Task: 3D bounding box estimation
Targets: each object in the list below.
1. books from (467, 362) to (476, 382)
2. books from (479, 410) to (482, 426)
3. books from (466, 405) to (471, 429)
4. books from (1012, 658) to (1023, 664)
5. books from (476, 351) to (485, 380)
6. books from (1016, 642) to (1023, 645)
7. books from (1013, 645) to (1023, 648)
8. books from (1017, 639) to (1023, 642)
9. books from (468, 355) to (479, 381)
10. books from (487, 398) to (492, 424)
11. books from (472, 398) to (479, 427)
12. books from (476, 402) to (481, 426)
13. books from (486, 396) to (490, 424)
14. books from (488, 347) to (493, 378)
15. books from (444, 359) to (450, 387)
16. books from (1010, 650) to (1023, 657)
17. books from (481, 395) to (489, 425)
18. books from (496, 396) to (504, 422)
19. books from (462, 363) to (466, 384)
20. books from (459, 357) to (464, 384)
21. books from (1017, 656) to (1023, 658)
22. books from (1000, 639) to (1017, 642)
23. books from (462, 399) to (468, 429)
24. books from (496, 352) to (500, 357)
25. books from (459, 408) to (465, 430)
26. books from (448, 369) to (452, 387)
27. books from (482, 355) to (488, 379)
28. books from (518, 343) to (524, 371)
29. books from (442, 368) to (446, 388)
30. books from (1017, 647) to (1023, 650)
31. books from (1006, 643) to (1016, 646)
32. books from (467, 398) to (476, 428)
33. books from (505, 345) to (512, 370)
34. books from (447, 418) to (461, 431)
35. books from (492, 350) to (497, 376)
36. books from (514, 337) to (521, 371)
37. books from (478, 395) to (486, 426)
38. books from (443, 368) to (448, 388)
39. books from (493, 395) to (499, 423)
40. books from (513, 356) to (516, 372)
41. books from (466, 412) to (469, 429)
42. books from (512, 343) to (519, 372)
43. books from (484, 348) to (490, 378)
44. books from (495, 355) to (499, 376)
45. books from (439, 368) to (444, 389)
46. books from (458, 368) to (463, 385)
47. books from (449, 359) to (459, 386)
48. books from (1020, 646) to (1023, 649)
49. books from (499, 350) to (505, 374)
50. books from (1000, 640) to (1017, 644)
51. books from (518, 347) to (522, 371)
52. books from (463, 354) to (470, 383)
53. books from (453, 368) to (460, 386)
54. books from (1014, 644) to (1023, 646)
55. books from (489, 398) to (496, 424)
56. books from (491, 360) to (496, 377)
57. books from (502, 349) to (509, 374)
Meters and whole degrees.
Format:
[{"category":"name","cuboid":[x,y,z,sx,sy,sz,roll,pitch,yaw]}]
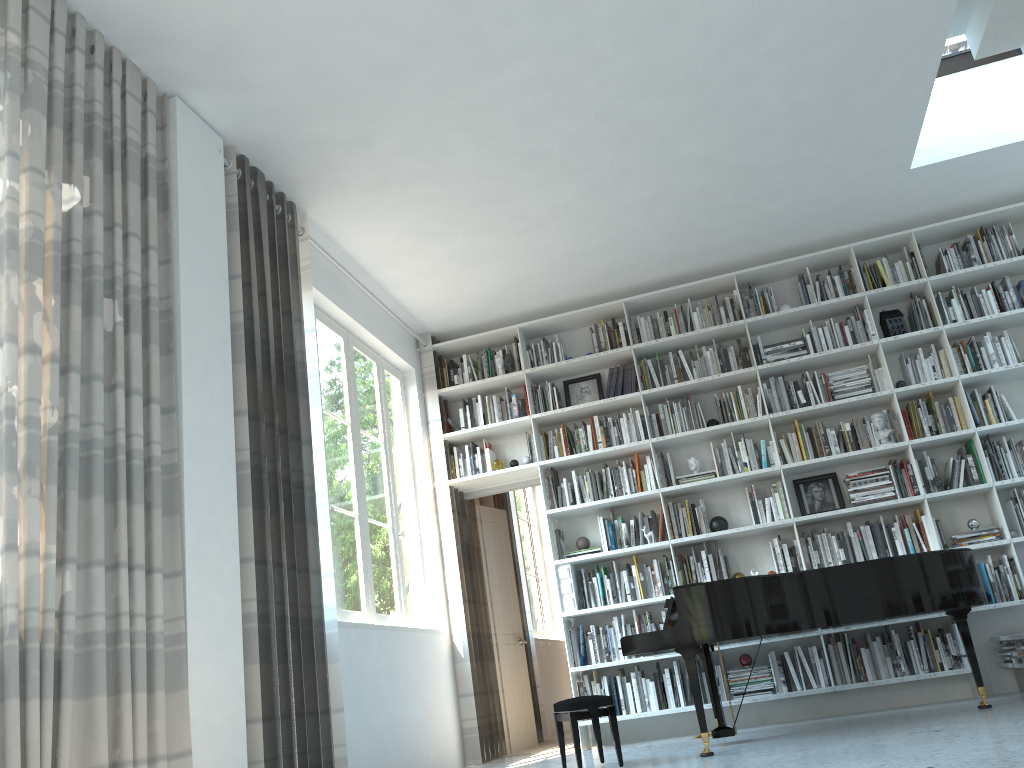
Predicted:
[{"category":"books","cuboid":[-0.308,-0.049,7.112,0.030,0.205,0.176,-13,-19,12]},{"category":"books","cuboid":[-0.222,0.289,7.000,0.010,0.208,0.165,-13,-19,12]},{"category":"books","cuboid":[-0.312,0.298,7.017,0.023,0.227,0.172,-13,-19,12]},{"category":"books","cuboid":[3.063,1.608,5.193,0.189,0.029,0.238,-13,-20,12]},{"category":"books","cuboid":[-0.233,-0.100,7.115,0.039,0.281,0.182,-13,-19,12]},{"category":"books","cuboid":[3.073,1.515,5.218,0.135,0.014,0.298,-13,-20,13]},{"category":"books","cuboid":[3.061,1.534,5.215,0.160,0.009,0.292,-13,-20,14]},{"category":"books","cuboid":[3.066,1.501,5.224,0.137,0.018,0.201,-14,-20,16]},{"category":"books","cuboid":[-0.281,-0.085,7.108,0.057,0.261,0.191,-13,-19,12]},{"category":"books","cuboid":[-0.148,0.251,6.984,0.012,0.248,0.192,-13,-19,12]},{"category":"books","cuboid":[-0.265,0.264,7.032,0.028,0.287,0.133,-13,-19,12]},{"category":"books","cuboid":[-0.238,0.281,7.018,0.024,0.238,0.156,-13,-19,12]},{"category":"books","cuboid":[-0.161,0.245,6.990,0.013,0.267,0.162,-13,-19,12]},{"category":"books","cuboid":[-0.156,-0.128,7.117,0.029,0.313,0.129,-13,-19,12]},{"category":"books","cuboid":[-0.495,-0.044,7.170,0.014,0.285,0.175,-13,-19,12]},{"category":"books","cuboid":[3.049,1.572,5.208,0.191,0.028,0.213,-14,-20,16]},{"category":"books","cuboid":[-0.185,0.242,7.007,0.037,0.290,0.156,-13,-19,12]},{"category":"books","cuboid":[-0.074,0.233,6.965,0.030,0.250,0.166,-13,-19,12]},{"category":"books","cuboid":[-0.356,-0.042,7.145,0.024,0.226,0.158,-13,-19,12]},{"category":"books","cuboid":[-0.378,-0.066,7.150,0.010,0.280,0.161,-13,-19,12]},{"category":"books","cuboid":[3.071,1.586,5.197,0.147,0.012,0.207,-11,-19,8]},{"category":"books","cuboid":[3.131,1.582,5.500,0.157,0.007,0.269,-14,-20,17]},{"category":"books","cuboid":[-0.352,0.278,7.049,0.011,0.295,0.163,-13,-19,12]},{"category":"books","cuboid":[-0.076,-0.118,7.071,0.025,0.243,0.168,-13,-19,12]},{"category":"books","cuboid":[-0.369,0.320,7.039,0.034,0.217,0.167,-13,-19,12]},{"category":"books","cuboid":[-0.470,-0.005,7.154,0.024,0.194,0.167,-13,-19,12]},{"category":"books","cuboid":[-0.193,-0.090,7.120,0.030,0.256,0.130,-13,-19,12]},{"category":"books","cuboid":[0.107,-0.172,7.006,0.024,0.251,0.235,-13,-19,12]},{"category":"books","cuboid":[-0.526,-0.002,7.187,0.024,0.227,0.130,-13,-19,12]},{"category":"books","cuboid":[3.074,1.544,5.209,0.143,0.019,0.231,-13,-20,13]},{"category":"books","cuboid":[3.154,1.602,5.487,0.133,0.017,0.232,-13,-20,13]},{"category":"books","cuboid":[-0.295,0.266,7.016,0.023,0.281,0.186,-13,-19,12]},{"category":"books","cuboid":[-0.009,-0.150,7.081,0.013,0.291,0.155,-13,-19,12]},{"category":"books","cuboid":[-0.437,0.359,7.060,0.121,0.175,0.130,-13,-19,12]},{"category":"books","cuboid":[-0.112,-0.120,7.097,0.013,0.274,0.159,-13,-19,12]},{"category":"books","cuboid":[0.067,-0.193,7.057,0.014,0.336,0.168,-13,-19,12]},{"category":"books","cuboid":[-0.217,0.245,6.994,0.021,0.285,0.179,-13,-19,12]},{"category":"books","cuboid":[-0.506,-0.008,7.172,0.023,0.222,0.151,-13,-19,12]},{"category":"books","cuboid":[-0.101,0.234,6.973,0.025,0.260,0.167,-13,-19,12]},{"category":"books","cuboid":[0.038,-0.111,7.047,0.028,0.184,0.168,-13,-19,12]},{"category":"books","cuboid":[-0.325,0.327,7.040,0.024,0.191,0.138,-13,-19,12]},{"category":"books","cuboid":[0.054,-0.164,7.058,0.022,0.285,0.175,-13,-19,12]},{"category":"books","cuboid":[-0.179,-0.121,7.110,0.014,0.303,0.146,-13,-19,12]},{"category":"books","cuboid":[-0.093,-0.101,7.085,0.021,0.225,0.157,-13,-19,12]},{"category":"books","cuboid":[-0.549,0.000,7.170,0.014,0.218,0.189,-13,-19,12]},{"category":"books","cuboid":[-0.388,-0.017,7.155,0.031,0.195,0.145,-13,-19,12]},{"category":"books","cuboid":[-0.453,-0.046,7.155,0.025,0.268,0.177,-13,-19,12]},{"category":"books","cuboid":[2.967,1.452,4.932,0.180,0.015,0.295,-12,-20,11]},{"category":"books","cuboid":[-0.052,-0.125,7.076,0.021,0.252,0.179,-13,-19,12]},{"category":"books","cuboid":[3.138,1.591,5.495,0.158,0.014,0.235,-12,-20,11]},{"category":"books","cuboid":[0.092,-0.159,7.046,0.025,0.258,0.138,-13,-19,12]},{"category":"books","cuboid":[-0.338,-0.076,7.139,0.028,0.282,0.190,-13,-19,12]},{"category":"books","cuboid":[-0.422,-0.013,7.137,0.028,0.186,0.182,-13,-19,12]},{"category":"books","cuboid":[3.069,1.525,5.216,0.126,0.005,0.291,-11,-19,8]},{"category":"books","cuboid":[-0.132,0.250,6.980,0.022,0.243,0.174,-13,-19,12]},{"category":"books","cuboid":[-0.125,-0.077,7.081,0.024,0.186,0.160,-13,-19,12]},{"category":"books","cuboid":[-0.030,-0.134,7.069,0.027,0.258,0.147,-13,-19,12]}]
